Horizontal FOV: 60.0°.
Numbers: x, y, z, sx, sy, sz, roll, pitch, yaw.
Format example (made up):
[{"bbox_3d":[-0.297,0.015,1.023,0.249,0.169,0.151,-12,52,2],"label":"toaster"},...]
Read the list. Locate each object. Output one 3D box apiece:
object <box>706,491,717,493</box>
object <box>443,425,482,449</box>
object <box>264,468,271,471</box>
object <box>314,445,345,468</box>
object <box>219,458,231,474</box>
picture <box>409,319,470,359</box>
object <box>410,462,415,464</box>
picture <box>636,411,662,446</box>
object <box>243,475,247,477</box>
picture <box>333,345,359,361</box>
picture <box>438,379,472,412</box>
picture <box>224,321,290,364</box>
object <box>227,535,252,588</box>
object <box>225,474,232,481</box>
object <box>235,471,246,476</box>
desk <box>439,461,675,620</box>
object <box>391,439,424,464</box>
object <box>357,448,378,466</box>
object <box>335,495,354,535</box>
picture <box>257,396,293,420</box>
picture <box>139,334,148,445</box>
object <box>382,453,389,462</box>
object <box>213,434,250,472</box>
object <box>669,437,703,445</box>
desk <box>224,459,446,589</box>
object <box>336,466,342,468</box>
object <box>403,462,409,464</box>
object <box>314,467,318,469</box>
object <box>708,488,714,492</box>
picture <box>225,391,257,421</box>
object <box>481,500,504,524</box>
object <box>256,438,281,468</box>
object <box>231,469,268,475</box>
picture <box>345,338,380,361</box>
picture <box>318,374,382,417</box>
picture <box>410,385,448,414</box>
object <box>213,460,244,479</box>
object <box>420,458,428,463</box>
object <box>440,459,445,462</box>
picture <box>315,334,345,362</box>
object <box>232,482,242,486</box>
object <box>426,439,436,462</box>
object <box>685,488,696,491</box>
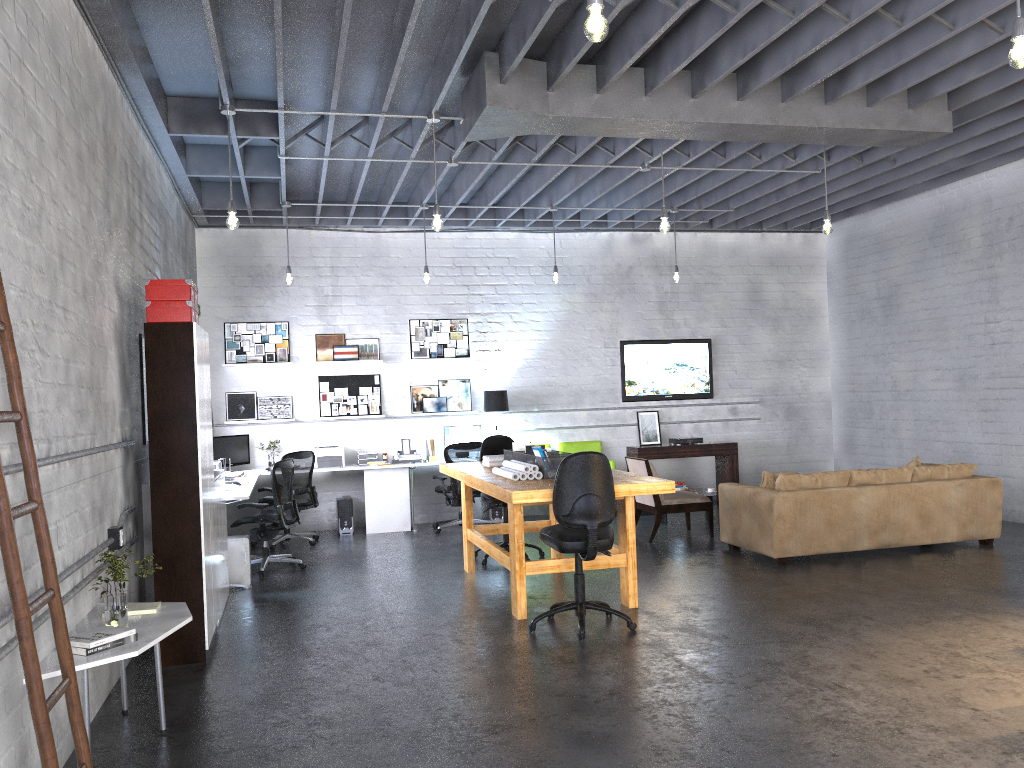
[{"bbox_3d":[2.367,1.285,10.534,0.131,0.016,0.131,-2,-1,-7],"label":"object"},{"bbox_3d":[-0.614,0.721,10.985,0.465,0.417,0.212,-2,0,-9],"label":"object"},{"bbox_3d":[-2.810,0.985,10.232,0.114,0.036,0.058,-3,-1,26],"label":"object"},{"bbox_3d":[-2.187,0.867,10.609,0.351,0.235,0.351,-2,-1,-14],"label":"object"},{"bbox_3d":[-3.166,0.902,9.432,0.324,0.208,0.233,-2,0,-14],"label":"object"},{"bbox_3d":[-0.905,-0.564,11.102,0.749,0.503,0.058,-2,0,-14],"label":"picture"},{"bbox_3d":[-1.185,0.937,10.548,0.076,0.016,0.017,-3,-1,36],"label":"object"},{"bbox_3d":[1.817,0.585,11.747,0.308,0.457,0.092,-2,0,-14],"label":"picture"},{"bbox_3d":[-2.870,0.983,9.478,0.071,0.020,0.058,-3,-1,40],"label":"object"},{"bbox_3d":[-2.025,-0.371,10.810,0.311,0.196,0.029,-2,0,-14],"label":"picture"},{"bbox_3d":[-0.715,0.146,11.148,0.410,0.408,0.047,-2,0,-14],"label":"picture"},{"bbox_3d":[-3.037,-0.490,10.569,0.749,0.503,0.058,-2,0,-14],"label":"picture"},{"bbox_3d":[-2.493,1.529,7.611,0.478,0.411,0.200,-2,0,-14],"label":"object"},{"bbox_3d":[-3.086,0.963,9.101,0.392,0.064,0.259,-2,-1,-14],"label":"object"},{"bbox_3d":[-2.962,0.974,9.655,0.130,0.049,0.130,-2,-1,3],"label":"object"},{"bbox_3d":[0.216,1.159,7.111,1.115,0.926,2.832,-2,-1,-14],"label":"desk"},{"bbox_3d":[-1.290,0.814,10.822,0.405,0.280,0.399,-2,-1,-14],"label":"object"},{"bbox_3d":[-1.750,0.879,10.712,0.229,0.180,0.316,-2,-1,-14],"label":"object"},{"bbox_3d":[-1.990,1.556,10.532,0.180,0.411,0.476,-2,0,-14],"label":"object"},{"bbox_3d":[-2.837,0.285,10.618,0.410,0.277,0.036,-2,0,-14],"label":"picture"},{"bbox_3d":[-2.662,0.044,6.504,0.020,0.780,0.606,-2,0,-14],"label":"picture"},{"bbox_3d":[-1.547,0.901,10.806,0.093,0.116,0.067,-2,0,-14],"label":"object"},{"bbox_3d":[-3.250,0.806,10.196,0.147,0.427,0.559,-2,-1,23],"label":"object"},{"bbox_3d":[2.294,0.754,11.700,0.370,0.082,0.266,-2,-1,-14],"label":"object"},{"bbox_3d":[-1.472,1.329,9.274,3.574,0.785,3.299,-2,-1,-14],"label":"desk"},{"bbox_3d":[-2.017,0.966,10.333,0.075,0.016,0.017,-2,0,11],"label":"object"},{"bbox_3d":[-1.268,0.941,10.577,0.011,0.011,0.125,-2,-1,24],"label":"object"},{"bbox_3d":[-2.322,0.974,10.296,0.103,0.021,0.131,-2,-1,-34],"label":"object"},{"bbox_3d":[2.367,1.262,10.535,0.077,0.052,0.080,-3,-1,34],"label":"object"},{"bbox_3d":[-3.212,0.265,10.527,0.355,0.343,0.042,-2,0,-14],"label":"picture"},{"bbox_3d":[-0.239,1.494,10.888,0.180,0.411,0.476,-2,0,-14],"label":"object"},{"bbox_3d":[-2.851,0.827,10.477,0.271,0.363,0.297,-2,0,31],"label":"object"},{"bbox_3d":[-2.973,0.991,9.995,0.181,0.028,0.422,-3,-1,36],"label":"object"},{"bbox_3d":[-1.831,-0.418,10.875,0.410,0.277,0.036,-2,0,-14],"label":"picture"},{"bbox_3d":[-1.975,0.142,10.829,0.749,0.503,0.058,-2,0,-14],"label":"picture"},{"bbox_3d":[-1.038,0.188,11.059,0.452,0.345,0.054,-2,0,-14],"label":"picture"},{"bbox_3d":[-2.890,0.867,8.713,0.485,0.230,0.420,-2,-1,-14],"label":"object"},{"bbox_3d":[-1.051,0.915,10.596,0.095,0.050,0.095,-3,-1,44],"label":"object"},{"bbox_3d":[-0.646,0.912,10.679,0.422,0.028,0.181,-2,-1,-19],"label":"object"},{"bbox_3d":[-2.206,-0.438,10.784,0.355,0.343,0.042,-2,0,-14],"label":"picture"},{"bbox_3d":[-2.620,0.949,8.414,0.114,0.036,0.058,-2,-1,-24],"label":"object"},{"bbox_3d":[-0.994,0.814,10.890,0.087,0.259,0.236,-2,0,-14],"label":"object"},{"bbox_3d":[2.168,1.286,10.843,0.151,0.040,0.151,-2,-1,3],"label":"object"}]
